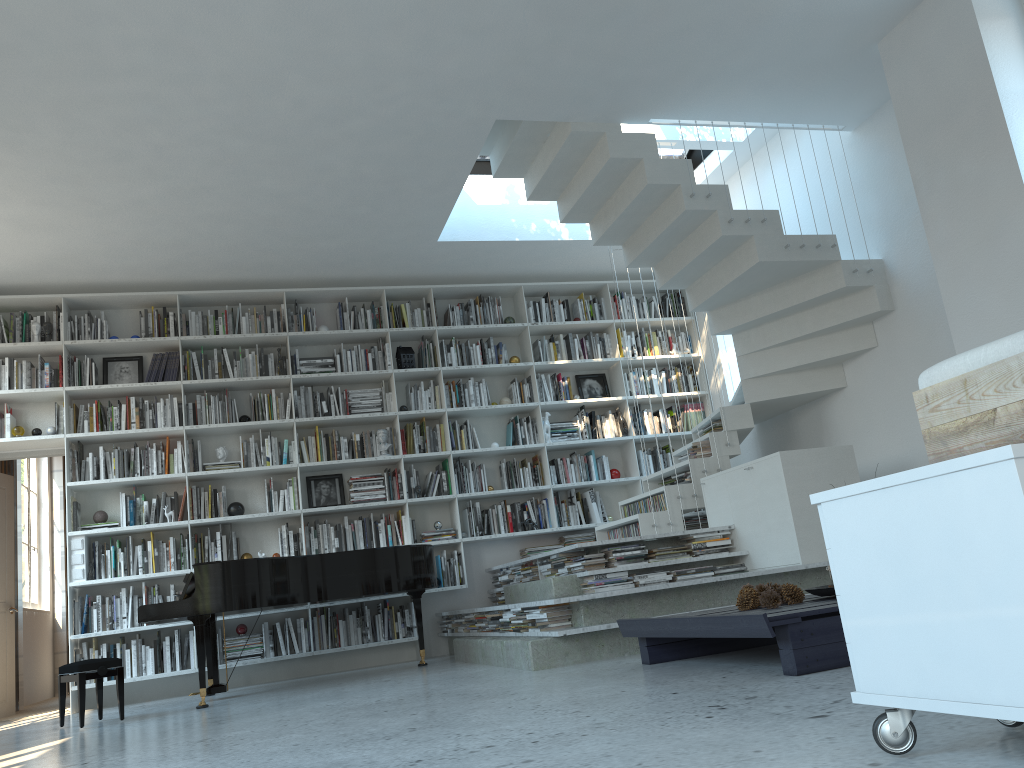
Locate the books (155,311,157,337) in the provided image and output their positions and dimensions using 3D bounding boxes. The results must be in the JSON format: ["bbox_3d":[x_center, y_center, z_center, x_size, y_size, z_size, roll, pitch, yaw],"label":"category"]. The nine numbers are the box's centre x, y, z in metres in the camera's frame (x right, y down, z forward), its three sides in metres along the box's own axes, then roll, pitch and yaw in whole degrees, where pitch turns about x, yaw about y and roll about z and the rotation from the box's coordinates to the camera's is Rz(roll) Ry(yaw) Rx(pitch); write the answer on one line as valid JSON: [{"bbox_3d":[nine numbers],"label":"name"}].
[{"bbox_3d":[-2.892,-0.442,7.231,0.010,0.263,0.157,-4,-14,-18],"label":"books"}]

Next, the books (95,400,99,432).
[{"bbox_3d":[-3.233,0.284,6.937,0.020,0.280,0.165,-4,-14,-18],"label":"books"}]

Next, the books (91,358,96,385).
[{"bbox_3d":[-3.302,-0.057,7.003,0.012,0.254,0.167,-4,-14,-18],"label":"books"}]

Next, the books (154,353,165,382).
[{"bbox_3d":[-2.847,-0.089,7.170,0.110,0.279,0.174,-4,-14,-18],"label":"books"}]

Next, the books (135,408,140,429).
[{"bbox_3d":[-2.944,0.303,6.997,0.029,0.195,0.192,-4,-14,-18],"label":"books"}]

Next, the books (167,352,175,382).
[{"bbox_3d":[-2.768,-0.098,7.202,0.078,0.285,0.174,-4,-14,-18],"label":"books"}]

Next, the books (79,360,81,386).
[{"bbox_3d":[-3.382,-0.051,6.964,0.004,0.245,0.189,-4,-14,-17],"label":"books"}]

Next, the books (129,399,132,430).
[{"bbox_3d":[-3.005,0.272,6.996,0.023,0.270,0.187,-4,-14,-18],"label":"books"}]

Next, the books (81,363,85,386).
[{"bbox_3d":[-3.360,-0.038,6.972,0.018,0.218,0.187,-4,-14,-18],"label":"books"}]

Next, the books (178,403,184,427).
[{"bbox_3d":[-2.636,0.278,7.083,0.039,0.202,0.236,-4,-14,-18],"label":"books"}]

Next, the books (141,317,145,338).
[{"bbox_3d":[-2.985,-0.413,7.203,0.028,0.218,0.153,-4,-14,-18],"label":"books"}]

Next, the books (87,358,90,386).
[{"bbox_3d":[-3.327,-0.059,6.987,0.023,0.257,0.184,-4,-14,-18],"label":"books"}]

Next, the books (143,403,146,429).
[{"bbox_3d":[-2.907,0.287,7.029,0.013,0.231,0.172,-4,-14,-18],"label":"books"}]

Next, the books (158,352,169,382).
[{"bbox_3d":[-2.814,-0.098,7.161,0.097,0.282,0.174,-4,-14,-18],"label":"books"}]

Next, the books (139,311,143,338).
[{"bbox_3d":[-3.011,-0.437,7.215,0.013,0.277,0.151,-4,-14,-18],"label":"books"}]

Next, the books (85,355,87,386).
[{"bbox_3d":[-3.344,-0.067,6.994,0.005,0.280,0.191,-4,-14,-18],"label":"books"}]

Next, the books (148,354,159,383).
[{"bbox_3d":[-2.891,-0.086,7.157,0.110,0.279,0.174,-4,-14,-18],"label":"books"}]

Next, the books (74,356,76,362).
[{"bbox_3d":[-3.426,-0.063,6.980,0.006,0.288,0.144,-4,-14,-17],"label":"books"}]

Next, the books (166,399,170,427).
[{"bbox_3d":[-2.748,0.265,7.101,0.024,0.265,0.155,-4,-14,-18],"label":"books"}]

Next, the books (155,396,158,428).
[{"bbox_3d":[-2.824,0.258,7.062,0.012,0.280,0.188,-4,-14,-18],"label":"books"}]

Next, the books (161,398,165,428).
[{"bbox_3d":[-2.777,0.263,7.069,0.022,0.262,0.175,-4,-14,-18],"label":"books"}]

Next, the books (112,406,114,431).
[{"bbox_3d":[-3.123,0.303,6.967,0.011,0.228,0.170,-4,-14,-18],"label":"books"}]

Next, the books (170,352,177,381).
[{"bbox_3d":[-2.745,-0.100,7.204,0.078,0.285,0.174,-4,-14,-18],"label":"books"}]

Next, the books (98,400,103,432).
[{"bbox_3d":[-3.215,0.282,6.932,0.011,0.276,0.164,-4,-14,-18],"label":"books"}]

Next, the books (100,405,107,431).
[{"bbox_3d":[-3.190,0.298,6.953,0.047,0.249,0.134,-4,-14,-18],"label":"books"}]

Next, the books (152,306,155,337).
[{"bbox_3d":[-2.927,-0.461,7.255,0.014,0.320,0.137,-4,-14,-18],"label":"books"}]

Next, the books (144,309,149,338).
[{"bbox_3d":[-2.963,-0.445,7.213,0.024,0.279,0.188,-4,-14,-18],"label":"books"}]

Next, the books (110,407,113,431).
[{"bbox_3d":[-3.132,0.307,6.956,0.014,0.217,0.164,-4,-14,-18],"label":"books"}]

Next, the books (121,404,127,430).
[{"bbox_3d":[-3.054,0.295,6.992,0.047,0.237,0.163,-4,-14,-18],"label":"books"}]

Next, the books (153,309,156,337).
[{"bbox_3d":[-2.908,-0.448,7.241,0.013,0.282,0.167,-4,-14,-18],"label":"books"}]

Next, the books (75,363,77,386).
[{"bbox_3d":[-3.401,-0.035,6.952,0.004,0.213,0.187,-4,-14,-17],"label":"books"}]

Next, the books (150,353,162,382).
[{"bbox_3d":[-2.864,-0.092,7.147,0.110,0.279,0.174,-4,-14,-18],"label":"books"}]

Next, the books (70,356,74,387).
[{"bbox_3d":[-3.454,-0.061,6.965,0.006,0.286,0.148,-4,-14,-17],"label":"books"}]

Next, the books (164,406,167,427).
[{"bbox_3d":[-2.760,0.293,7.080,0.013,0.206,0.173,-4,-14,-18],"label":"books"}]

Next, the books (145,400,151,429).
[{"bbox_3d":[-2.894,0.276,7.052,0.029,0.260,0.158,-4,-14,-18],"label":"books"}]

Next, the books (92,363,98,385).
[{"bbox_3d":[-3.285,-0.040,6.994,0.012,0.213,0.186,-4,-14,-18],"label":"books"}]

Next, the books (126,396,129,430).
[{"bbox_3d":[-3.030,0.262,7.012,0.014,0.303,0.152,-4,-14,-18],"label":"books"}]

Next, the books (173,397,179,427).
[{"bbox_3d":[-2.682,0.258,7.102,0.035,0.263,0.178,-4,-14,-18],"label":"books"}]

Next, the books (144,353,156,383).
[{"bbox_3d":[-2.910,-0.087,7.142,0.110,0.279,0.174,-4,-14,-18],"label":"books"}]

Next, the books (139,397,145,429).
[{"bbox_3d":[-2.932,0.265,7.040,0.025,0.285,0.161,-4,-14,-18],"label":"books"}]

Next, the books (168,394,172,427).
[{"bbox_3d":[-2.724,0.245,7.082,0.012,0.290,0.183,-4,-14,-18],"label":"books"}]

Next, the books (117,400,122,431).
[{"bbox_3d":[-3.084,0.279,6.983,0.014,0.272,0.181,-4,-14,-18],"label":"books"}]

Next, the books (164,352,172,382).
[{"bbox_3d":[-2.788,-0.098,7.191,0.078,0.285,0.174,-4,-14,-18],"label":"books"}]

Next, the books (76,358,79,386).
[{"bbox_3d":[-3.402,-0.053,6.972,0.009,0.259,0.184,-4,-14,-18],"label":"books"}]

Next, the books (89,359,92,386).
[{"bbox_3d":[-3.313,-0.053,7.000,0.011,0.249,0.168,-4,-14,-18],"label":"books"}]

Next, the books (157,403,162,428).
[{"bbox_3d":[-2.800,0.280,7.058,0.030,0.230,0.173,-4,-14,-18],"label":"books"}]

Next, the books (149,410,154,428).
[{"bbox_3d":[-2.864,0.310,7.050,0.022,0.185,0.137,-4,-14,-18],"label":"books"}]

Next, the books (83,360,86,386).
[{"bbox_3d":[-3.353,-0.048,6.988,0.019,0.243,0.154,-4,-14,-18],"label":"books"}]

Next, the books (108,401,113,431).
[{"bbox_3d":[-3.152,0.283,6.970,0.012,0.276,0.151,-4,-14,-18],"label":"books"}]

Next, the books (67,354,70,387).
[{"bbox_3d":[-3.465,-0.067,6.952,0.005,0.292,0.184,-4,-14,-17],"label":"books"}]

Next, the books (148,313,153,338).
[{"bbox_3d":[-2.935,-0.432,7.216,0.028,0.248,0.156,-4,-14,-18],"label":"books"}]

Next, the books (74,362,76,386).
[{"bbox_3d":[-3.411,-0.038,6.961,0.009,0.228,0.185,-4,-14,-18],"label":"books"}]

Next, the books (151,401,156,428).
[{"bbox_3d":[-2.850,0.274,7.069,0.035,0.260,0.131,-4,-14,-18],"label":"books"}]

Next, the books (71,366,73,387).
[{"bbox_3d":[-3.440,-0.021,6.962,0.015,0.206,0.173,-4,-14,-18],"label":"books"}]

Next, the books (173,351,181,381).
[{"bbox_3d":[-2.719,-0.105,7.198,0.078,0.285,0.174,-4,-14,-18],"label":"books"}]

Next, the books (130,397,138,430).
[{"bbox_3d":[-2.980,0.262,7.001,0.030,0.285,0.185,-4,-14,-18],"label":"books"}]

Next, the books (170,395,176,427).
[{"bbox_3d":[-2.712,0.248,7.099,0.022,0.288,0.170,-4,-14,-18],"label":"books"}]

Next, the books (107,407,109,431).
[{"bbox_3d":[-3.162,0.307,6.964,0.012,0.230,0.150,-4,-14,-18],"label":"books"}]

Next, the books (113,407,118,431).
[{"bbox_3d":[-3.100,0.306,6.966,0.031,0.216,0.173,-4,-14,-18],"label":"books"}]
